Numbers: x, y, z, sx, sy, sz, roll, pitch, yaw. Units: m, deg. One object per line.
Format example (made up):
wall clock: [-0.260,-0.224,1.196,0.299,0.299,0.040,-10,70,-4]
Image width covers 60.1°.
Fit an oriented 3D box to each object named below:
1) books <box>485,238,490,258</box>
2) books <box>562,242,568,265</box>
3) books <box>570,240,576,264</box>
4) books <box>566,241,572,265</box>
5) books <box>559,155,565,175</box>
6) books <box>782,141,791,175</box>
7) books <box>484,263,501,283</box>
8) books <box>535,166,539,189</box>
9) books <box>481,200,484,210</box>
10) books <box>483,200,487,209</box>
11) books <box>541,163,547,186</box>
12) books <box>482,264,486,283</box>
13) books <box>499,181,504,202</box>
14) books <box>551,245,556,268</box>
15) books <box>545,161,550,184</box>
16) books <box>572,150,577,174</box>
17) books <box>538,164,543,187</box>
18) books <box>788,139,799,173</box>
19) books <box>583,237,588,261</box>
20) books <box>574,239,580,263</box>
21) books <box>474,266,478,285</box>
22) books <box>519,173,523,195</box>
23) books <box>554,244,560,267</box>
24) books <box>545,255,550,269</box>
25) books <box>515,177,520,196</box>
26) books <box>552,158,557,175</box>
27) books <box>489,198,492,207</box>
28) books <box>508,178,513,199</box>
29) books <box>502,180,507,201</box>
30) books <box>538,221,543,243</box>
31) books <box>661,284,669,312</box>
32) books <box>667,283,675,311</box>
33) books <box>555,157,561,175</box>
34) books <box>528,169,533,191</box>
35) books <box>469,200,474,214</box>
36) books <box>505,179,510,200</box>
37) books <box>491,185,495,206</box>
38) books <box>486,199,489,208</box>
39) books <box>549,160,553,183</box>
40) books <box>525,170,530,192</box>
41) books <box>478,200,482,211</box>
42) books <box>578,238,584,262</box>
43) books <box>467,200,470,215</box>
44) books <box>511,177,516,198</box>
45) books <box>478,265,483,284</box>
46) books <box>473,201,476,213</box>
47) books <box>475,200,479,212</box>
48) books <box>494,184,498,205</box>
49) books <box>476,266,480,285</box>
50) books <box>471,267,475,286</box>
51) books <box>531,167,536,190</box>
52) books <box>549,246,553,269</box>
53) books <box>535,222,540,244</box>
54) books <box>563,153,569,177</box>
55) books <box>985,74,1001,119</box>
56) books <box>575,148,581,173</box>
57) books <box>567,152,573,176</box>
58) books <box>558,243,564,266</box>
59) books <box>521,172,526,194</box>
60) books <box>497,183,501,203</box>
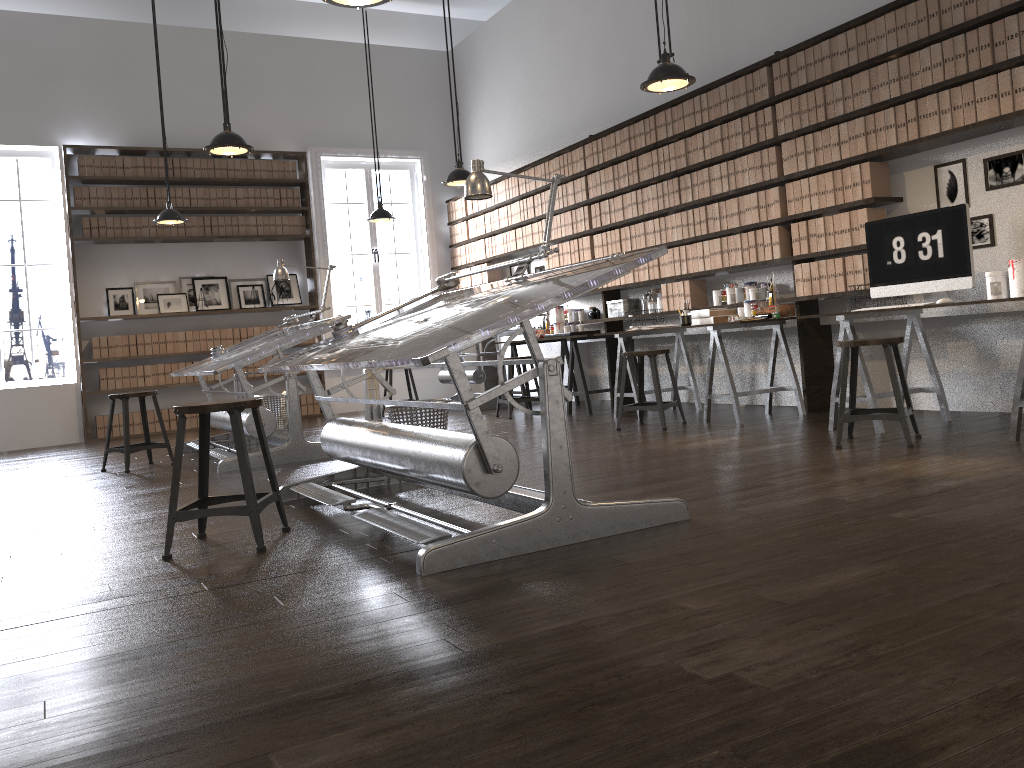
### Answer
books: [-0.199,-1.528,9.976,0.175,0.225,0.066,-5,0,-28]
books: [0.584,-1.256,8.555,0.175,0.226,0.066,-5,0,-28]
books: [0.651,-1.256,8.430,0.175,0.226,0.066,-5,0,-28]
books: [0.613,-1.255,8.490,0.175,0.226,0.066,-5,0,-28]
books: [0.552,-2.075,8.479,0.175,0.226,0.067,-5,0,-28]
books: [1.922,-1.525,6.000,0.175,0.225,0.066,-5,0,-28]
books: [-0.218,-1.259,10.055,0.175,0.226,0.066,-5,0,-28]
books: [0.326,-2.076,8.913,0.175,0.225,0.066,-5,0,-28]
books: [-0.261,-2.079,10.015,0.175,0.226,0.066,-5,0,-28]
books: [-0.234,-2.078,9.953,0.175,0.226,0.067,-5,0,-28]
books: [0.386,-2.076,8.792,0.175,0.226,0.067,-5,0,-28]
books: [-0.249,-1.259,10.118,0.175,0.226,0.066,-5,0,-28]
books: [-0.038,-2.078,9.591,0.175,0.226,0.066,-5,0,-28]
books: [0.486,-1.256,8.735,0.175,0.225,0.066,-5,0,-28]
books: [0.423,-2.076,8.732,0.175,0.226,0.066,-5,0,-28]
books: [0.656,-2.075,8.300,0.175,0.226,0.066,-5,0,-28]
books: [0.354,-2.076,8.857,0.175,0.225,0.066,-5,0,-28]
books: [1.948,-1.525,5.943,0.175,0.226,0.067,-5,0,-28]
books: [0.754,-1.255,8.230,0.175,0.225,0.066,-5,0,-28]
books: [0.681,-1.255,8.361,0.175,0.226,0.067,-5,0,-28]
books: [-0.346,-1.259,10.292,0.175,0.225,0.066,-5,0,-28]
books: [0.164,-2.077,9.220,0.175,0.226,0.066,-5,0,-28]
books: [0.513,-1.255,8.674,0.175,0.226,0.067,-5,0,-28]
books: [0.419,-1.256,8.852,0.175,0.226,0.067,-5,0,-28]
books: [0.124,-2.077,9.284,0.175,0.226,0.067,-5,0,-28]
books: [0.487,-2.075,8.608,0.175,0.226,0.066,-5,0,-28]
books: [-0.170,-2.078,9.840,0.175,0.225,0.066,-5,0,-28]
books: [0.061,-2.077,9.408,0.175,0.225,0.066,-5,0,-28]
books: [-0.007,-2.077,9.526,0.175,0.226,0.066,-5,0,-28]
books: [0.362,-1.526,8.920,0.175,0.226,0.067,-5,0,-28]
books: [1.318,-0.709,7.246,0.175,0.226,0.067,-5,0,-28]
books: [1.355,-0.710,7.189,0.175,0.226,0.066,-5,0,-28]
books: [0.518,-2.075,8.543,0.175,0.226,0.066,-5,0,-28]
books: [0.264,-2.077,9.032,0.175,0.226,0.066,-5,0,-28]
books: [-0.400,-2.079,10.266,0.175,0.226,0.067,-5,0,-28]
books: [0.027,-2.077,9.462,0.175,0.226,0.067,-5,0,-28]
books: [-0.138,-2.078,9.775,0.175,0.226,0.067,-5,0,-28]
books: [-0.199,-2.079,9.896,0.175,0.225,0.066,-5,0,-28]
books: [0.457,-2.076,8.672,0.175,0.226,0.066,-5,0,-28]
books: [0.230,-2.077,9.095,0.175,0.226,0.066,-5,0,-28]
books: [-0.294,-2.079,10.078,0.175,0.226,0.066,-5,0,-28]
books: [0.721,-1.255,8.298,0.175,0.225,0.066,-5,0,-28]
books: [-0.430,-2.080,10.334,0.175,0.225,0.066,-5,0,-28]
books: [0.094,-2.077,9.352,0.175,0.225,0.066,-5,0,-28]
books: [-0.288,-1.259,10.176,0.175,0.226,0.067,-5,0,-28]
books: [-0.360,-2.079,10.203,0.175,0.226,0.066,-5,0,-28]
books: [-0.331,-2.079,10.138,0.175,0.226,0.066,-5,0,-28]
books: [-0.102,-2.078,9.715,0.175,0.226,0.066,-5,0,-28]
books: [-0.315,-1.260,10.237,0.175,0.225,0.066,-5,0,-28]
books: [-0.382,-1.259,10.355,0.175,0.226,0.067,-5,0,-28]
books: [0.290,-2.076,8.970,0.175,0.226,0.067,-5,0,-28]
books: [0.455,-1.256,8.789,0.175,0.225,0.066,-5,0,-28]
books: [0.329,-1.526,8.985,0.175,0.225,0.066,-5,0,-28]
books: [0.585,-2.075,8.425,0.175,0.225,0.066,-5,0,-28]
books: [2.607,-1.522,4.707,0.175,0.226,0.067,-5,0,-28]
books: [0.685,-2.075,8.236,0.175,0.226,0.066,-5,0,-28]
books: [0.621,-2.075,8.360,0.175,0.226,0.066,-5,0,-28]
books: [0.550,-1.256,8.617,0.175,0.226,0.066,-5,0,-28]
books: [0.193,-2.077,9.155,0.175,0.226,0.066,-5,0,-28]
books: [-0.067,-2.078,9.654,0.175,0.226,0.066,-5,0,-28]
